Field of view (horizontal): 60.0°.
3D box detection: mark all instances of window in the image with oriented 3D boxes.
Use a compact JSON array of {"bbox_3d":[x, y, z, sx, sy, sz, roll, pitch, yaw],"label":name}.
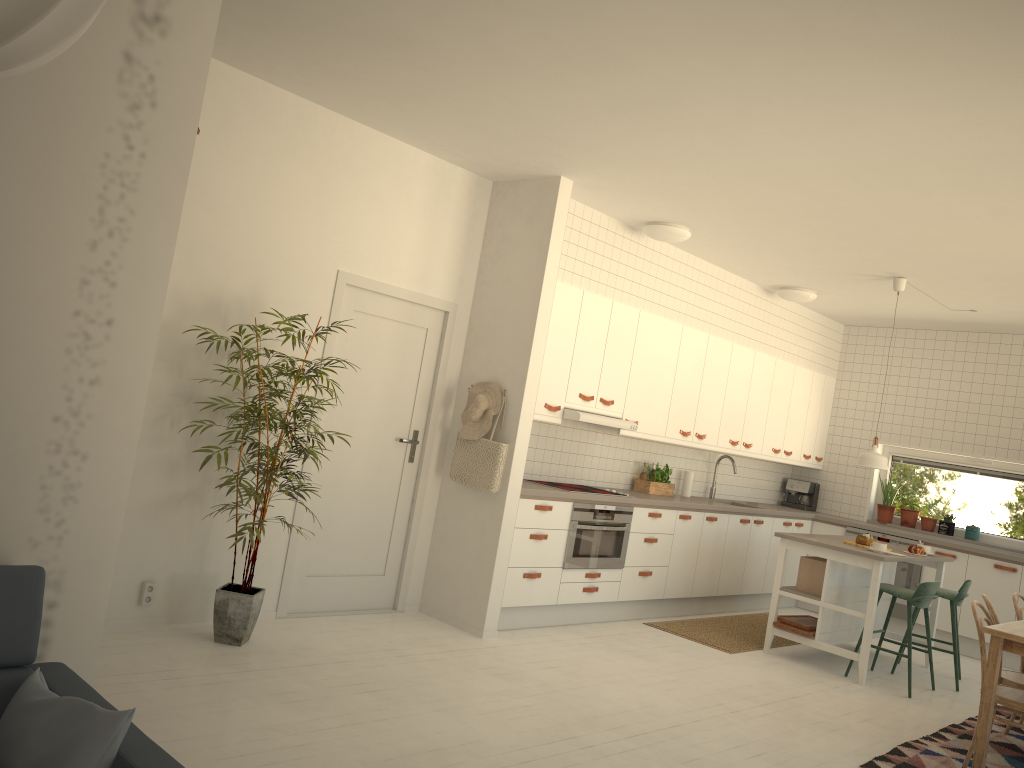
[{"bbox_3d":[4.351,1.082,8.317,1.899,0.816,0.293,8,-3,44],"label":"window"}]

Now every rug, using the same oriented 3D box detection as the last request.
[{"bbox_3d":[3.238,2.096,4.629,1.749,0.035,3.023,8,-3,44],"label":"rug"},{"bbox_3d":[1.929,1.978,7.119,0.750,0.004,1.998,8,-3,44],"label":"rug"}]

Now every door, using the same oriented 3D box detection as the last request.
[{"bbox_3d":[-0.896,0.401,5.486,0.166,2.034,0.954,7,-4,44],"label":"door"}]

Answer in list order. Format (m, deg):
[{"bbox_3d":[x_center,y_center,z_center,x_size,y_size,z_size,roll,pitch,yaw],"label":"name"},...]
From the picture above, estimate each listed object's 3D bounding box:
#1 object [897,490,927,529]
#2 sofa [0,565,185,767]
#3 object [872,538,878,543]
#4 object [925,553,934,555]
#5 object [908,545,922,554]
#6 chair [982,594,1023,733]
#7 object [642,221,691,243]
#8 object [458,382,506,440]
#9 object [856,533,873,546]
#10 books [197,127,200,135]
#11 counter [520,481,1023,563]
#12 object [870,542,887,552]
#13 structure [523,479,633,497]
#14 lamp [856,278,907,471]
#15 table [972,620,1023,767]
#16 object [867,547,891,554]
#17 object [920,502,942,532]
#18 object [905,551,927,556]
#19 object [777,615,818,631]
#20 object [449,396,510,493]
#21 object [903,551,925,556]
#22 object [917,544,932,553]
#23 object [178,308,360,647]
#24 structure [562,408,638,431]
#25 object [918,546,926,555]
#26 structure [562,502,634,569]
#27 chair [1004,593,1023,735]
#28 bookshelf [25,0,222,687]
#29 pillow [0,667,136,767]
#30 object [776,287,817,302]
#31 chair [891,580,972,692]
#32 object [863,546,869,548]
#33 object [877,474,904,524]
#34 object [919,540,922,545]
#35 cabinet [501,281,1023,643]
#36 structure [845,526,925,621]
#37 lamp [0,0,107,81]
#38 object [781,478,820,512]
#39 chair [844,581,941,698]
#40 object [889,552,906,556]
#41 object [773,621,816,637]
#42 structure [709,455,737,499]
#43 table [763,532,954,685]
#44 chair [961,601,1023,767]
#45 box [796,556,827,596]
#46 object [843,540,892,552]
[{"bbox_3d":[3.889,1.217,8.649,0.234,0.370,0.258,11,-3,-34],"label":"object"},{"bbox_3d":[-1.529,0.784,1.561,0.964,0.773,1.601,7,-3,44],"label":"sofa"},{"bbox_3d":[2.617,1.147,6.458,0.072,0.057,0.083,12,-3,-40],"label":"object"},{"bbox_3d":[3.119,1.282,6.728,0.160,0.020,0.160,8,-3,40],"label":"object"},{"bbox_3d":[2.988,1.232,6.602,0.070,0.060,0.131,10,-2,-8],"label":"object"},{"bbox_3d":[2.796,1.614,4.874,0.484,0.811,0.385,8,-3,27],"label":"chair"},{"bbox_3d":[1.113,-1.082,6.394,0.351,0.101,0.351,10,-2,-4],"label":"object"},{"bbox_3d":[-0.215,0.169,5.637,0.335,0.385,0.136,7,-3,44],"label":"object"},{"bbox_3d":[2.549,1.120,6.417,0.090,0.087,0.086,12,-3,-38],"label":"object"},{"bbox_3d":[-1.278,-0.868,2.846,0.665,0.110,0.278,8,-3,44],"label":"books"},{"bbox_3d":[2.276,1.160,6.704,2.858,0.163,4.841,8,-3,44],"label":"counter"},{"bbox_3d":[2.556,1.135,6.172,0.098,0.064,0.094,10,-2,2],"label":"object"},{"bbox_3d":[0.470,0.765,6.423,0.504,0.057,0.763,8,-3,44],"label":"structure"},{"bbox_3d":[2.831,-0.102,6.702,0.230,1.491,0.229,7,-4,45],"label":"lamp"},{"bbox_3d":[3.105,1.693,4.528,0.895,0.749,1.796,7,-3,44],"label":"table"},{"bbox_3d":[2.553,1.164,6.171,0.160,0.020,0.160,9,-2,10],"label":"object"},{"bbox_3d":[4.009,1.281,8.490,0.194,0.277,0.176,9,-2,11],"label":"object"},{"bbox_3d":[3.001,1.261,6.602,0.120,0.005,0.122,11,-2,-28],"label":"object"},{"bbox_3d":[2.152,1.736,6.452,0.430,0.030,0.281,11,-3,-37],"label":"object"},{"bbox_3d":[-0.188,0.364,5.622,0.440,0.613,0.093,7,-3,43],"label":"object"},{"bbox_3d":[2.998,1.263,6.598,0.167,0.005,0.167,8,-3,40],"label":"object"},{"bbox_3d":[3.125,1.256,6.732,0.094,0.060,0.098,8,-3,41],"label":"object"},{"bbox_3d":[-1.462,0.411,3.993,0.778,1.712,2.087,9,-3,25],"label":"object"},{"bbox_3d":[0.533,0.245,6.487,0.482,0.073,0.680,8,-3,44],"label":"structure"},{"bbox_3d":[3.041,1.241,6.595,0.060,0.059,0.074,9,-2,13],"label":"object"},{"bbox_3d":[0.391,1.041,6.451,0.704,0.447,0.681,8,-3,44],"label":"structure"},{"bbox_3d":[3.166,1.691,5.216,0.385,0.811,0.484,12,-3,-43],"label":"chair"},{"bbox_3d":[-1.391,-0.225,2.814,0.710,2.901,0.248,7,-4,44],"label":"bookshelf"},{"bbox_3d":[-1.036,0.827,1.985,0.534,0.354,0.141,8,-3,44],"label":"pillow"},{"bbox_3d":[2.525,-0.783,7.881,0.351,0.101,0.351,10,-2,-4],"label":"object"},{"bbox_3d":[3.093,1.772,6.502,0.446,0.752,0.485,8,-3,29],"label":"chair"},{"bbox_3d":[2.521,1.152,6.221,0.132,0.011,0.027,10,-2,-7],"label":"object"},{"bbox_3d":[3.741,1.134,8.786,0.300,0.499,0.333,8,-3,27],"label":"object"},{"bbox_3d":[3.124,1.240,6.755,0.028,0.086,0.102,10,-2,-5],"label":"object"},{"bbox_3d":[2.342,0.768,6.723,2.854,2.160,4.841,8,-3,44],"label":"cabinet"},{"bbox_3d":[3.575,1.775,8.351,0.706,0.710,0.703,7,-3,44],"label":"structure"},{"bbox_3d":[-0.702,-1.021,1.121,0.536,1.229,0.536,10,-3,-12],"label":"lamp"},{"bbox_3d":[2.958,1.141,9.180,0.316,0.292,0.279,7,-3,45],"label":"object"},{"bbox_3d":[2.648,1.680,6.084,0.446,0.752,0.485,7,-3,44],"label":"chair"},{"bbox_3d":[2.697,1.198,6.255,0.167,0.005,0.167,8,-3,40],"label":"object"},{"bbox_3d":[2.108,1.756,6.385,0.281,0.030,0.430,8,-3,44],"label":"object"},{"bbox_3d":[1.942,0.862,8.130,0.063,0.421,0.236,12,-3,-39],"label":"structure"},{"bbox_3d":[2.597,1.638,6.636,0.794,0.864,1.423,7,-3,44],"label":"table"},{"bbox_3d":[2.519,1.551,4.449,0.484,0.811,0.385,8,-3,42],"label":"chair"},{"bbox_3d":[2.282,1.407,6.481,0.237,0.242,0.357,7,-3,45],"label":"box"},{"bbox_3d":[2.589,1.181,6.460,0.306,0.019,0.237,11,-2,-29],"label":"object"}]
